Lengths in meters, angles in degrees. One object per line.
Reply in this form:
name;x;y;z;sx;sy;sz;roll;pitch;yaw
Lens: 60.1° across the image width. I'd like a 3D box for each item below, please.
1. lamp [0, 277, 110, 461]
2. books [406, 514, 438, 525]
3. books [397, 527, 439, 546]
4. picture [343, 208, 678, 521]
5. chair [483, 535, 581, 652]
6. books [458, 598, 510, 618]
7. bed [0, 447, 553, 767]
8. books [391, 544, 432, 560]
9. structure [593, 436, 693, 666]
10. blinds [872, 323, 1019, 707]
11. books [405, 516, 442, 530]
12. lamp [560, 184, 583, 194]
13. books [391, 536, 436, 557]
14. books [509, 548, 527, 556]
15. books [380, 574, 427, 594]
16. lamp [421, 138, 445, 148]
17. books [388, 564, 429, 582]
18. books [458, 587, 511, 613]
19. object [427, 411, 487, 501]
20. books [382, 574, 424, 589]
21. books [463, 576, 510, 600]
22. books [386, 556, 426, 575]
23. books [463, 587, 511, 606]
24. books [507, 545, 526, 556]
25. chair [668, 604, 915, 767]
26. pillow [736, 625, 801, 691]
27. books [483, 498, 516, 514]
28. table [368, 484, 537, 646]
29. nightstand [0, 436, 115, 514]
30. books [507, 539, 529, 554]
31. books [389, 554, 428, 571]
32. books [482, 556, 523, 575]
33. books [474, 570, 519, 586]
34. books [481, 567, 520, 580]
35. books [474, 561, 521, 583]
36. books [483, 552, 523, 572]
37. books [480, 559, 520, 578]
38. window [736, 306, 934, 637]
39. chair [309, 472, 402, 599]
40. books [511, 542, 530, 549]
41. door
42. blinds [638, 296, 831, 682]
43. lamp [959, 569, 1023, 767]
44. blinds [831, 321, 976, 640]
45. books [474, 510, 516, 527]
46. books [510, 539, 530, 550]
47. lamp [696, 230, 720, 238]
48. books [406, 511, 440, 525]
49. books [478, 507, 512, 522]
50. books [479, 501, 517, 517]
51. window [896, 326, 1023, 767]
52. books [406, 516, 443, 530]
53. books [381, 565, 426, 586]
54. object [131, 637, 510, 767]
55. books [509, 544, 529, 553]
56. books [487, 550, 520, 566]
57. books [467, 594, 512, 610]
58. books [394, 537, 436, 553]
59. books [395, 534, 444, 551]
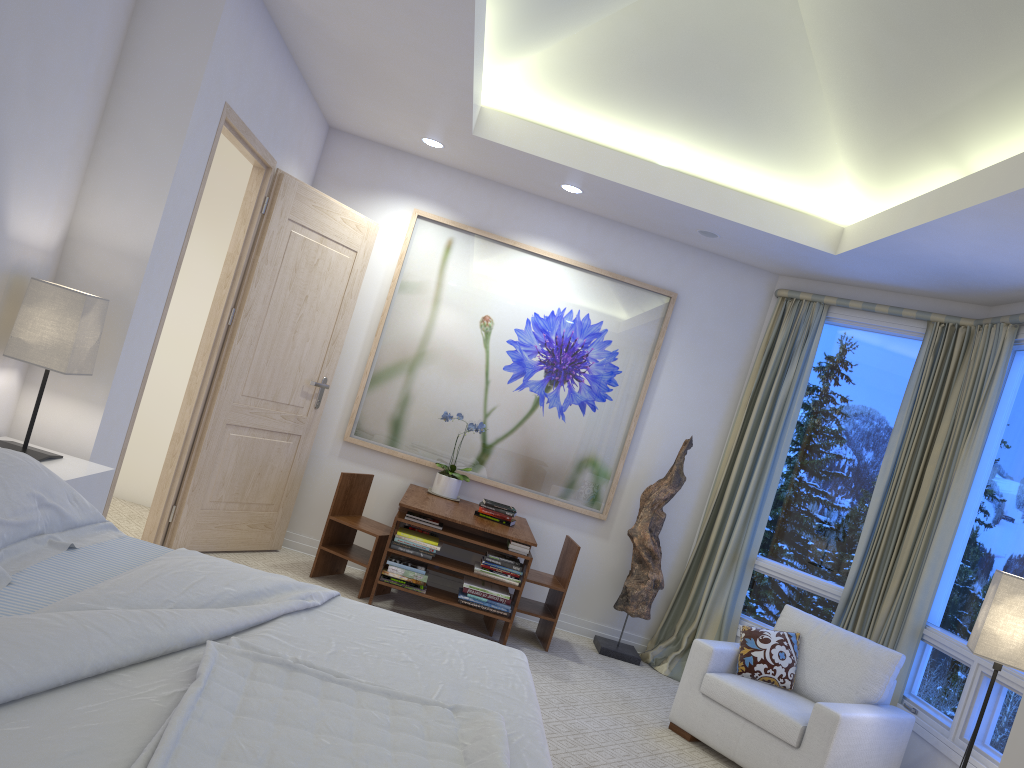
lamp;-1.576;-0.044;3.005;0.210;0.583;0.210;17;2;-3
books;-0.465;0.699;4.621;0.174;0.008;0.111;17;-1;-3
books;-0.489;0.796;4.624;0.217;0.019;0.156;17;-1;-3
picture;-0.004;-0.106;5.401;1.682;1.462;0.030;17;2;-4
chair;0.105;1.136;5.029;0.341;0.611;0.339;17;1;-8
books;-0.148;1.158;4.675;0.277;0.032;0.192;17;-1;-3
bed;-0.870;0.666;2.051;2.022;0.816;1.965;17;-1;-4
books;-0.520;0.863;4.619;0.217;0.020;0.156;17;-1;-3
structure;0.828;0.960;5.315;0.305;1.396;0.263;17;2;-3
blinds;2.030;0.808;4.530;0.267;2.372;0.522;17;2;-10
books;-0.456;0.714;4.616;0.201;0.014;0.136;17;-1;-3
lamp;0.333;-1.088;4.965;0.138;0.014;0.136;18;-1;-31
books;-0.510;0.846;4.617;0.234;0.019;0.143;17;-1;-3
books;0.028;0.867;4.642;0.101;0.012;0.140;17;-1;-3
books;-0.563;1.034;4.619;0.243;0.019;0.168;17;-1;-3
lamp;-0.442;-1.331;4.913;0.138;0.014;0.136;18;-1;-31
books;-0.537;0.973;4.606;0.208;0.036;0.144;17;-1;-3
books;-0.145;1.135;4.661;0.285;0.018;0.181;17;-1;-3
object;-0.349;0.426;5.284;0.305;0.505;0.215;17;1;-3
books;-0.563;1.015;4.615;0.217;0.021;0.156;17;-1;-3
books;-0.136;1.072;4.663;0.249;0.022;0.179;17;-1;-3
books;-0.547;0.943;4.608;0.205;0.019;0.118;17;-1;-3
books;-0.133;1.099;4.665;0.257;0.034;0.155;17;-1;-3
books;0.028;0.867;4.642;0.103;0.013;0.142;17;-1;-3
chair;1.311;1.445;4.099;0.693;0.707;0.800;17;0;-38
pillow;1.222;1.286;4.229;0.284;0.272;0.187;17;1;6
books;-0.071;0.682;4.955;0.180;0.019;0.125;18;-1;-8
table;-0.333;1.003;4.993;0.741;0.601;0.899;17;0;-3
nightstand;-1.654;0.530;1.936;0.400;0.600;2.546;17;-1;-3
books;0.032;0.850;4.646;0.111;0.022;0.153;17;-1;-3
books;-0.537;0.929;4.606;0.198;0.017;0.114;17;-1;-3
books;-0.052;0.956;4.660;0.218;0.017;0.137;17;-1;-3
books;-0.079;1.005;4.663;0.239;0.017;0.173;17;-1;2
books;-0.063;0.982;4.655;0.205;0.011;0.148;17;-1;-3
books;-0.079;0.990;4.667;0.249;0.015;0.179;17;-1;-3
books;-0.045;0.937;4.660;0.205;0.026;0.124;17;-1;2
books;-0.066;0.968;4.656;0.209;0.015;0.145;17;-1;-3
window;1.959;0.564;2.164;0.814;2.028;6.835;17;-1;-3
chair;-0.821;0.845;4.991;0.338;0.611;0.342;18;1;22
books;0.040;0.834;4.641;0.100;0.012;0.140;17;-1;-3
door;-1.402;-0.106;4.413;0.359;2.058;1.788;18;1;14
blinds;1.320;0.596;5.269;0.637;2.378;0.296;19;2;38
lamp;1.815;1.339;3.933;0.275;1.207;1.532;18;0;10
blinds;1.976;0.793;4.714;0.520;2.374;0.271;19;2;40
books;-0.093;0.750;4.967;0.212;0.027;0.155;17;-1;12
books;0.041;0.834;4.641;0.103;0.013;0.142;17;-1;-3
lamp;1.109;-0.844;5.016;0.138;0.014;0.136;18;-1;-31
books;-0.465;0.699;4.621;0.177;0.009;0.113;17;-1;-3
books;-0.091;0.722;4.958;0.190;0.031;0.132;17;-1;2
books;-0.078;0.700;4.957;0.205;0.020;0.125;17;-1;7
window;2.322;0.710;3.837;0.206;2.029;1.510;17;1;-3
books;-0.457;0.714;4.616;0.201;0.015;0.139;17;-1;-3
books;-0.558;0.995;4.607;0.233;0.023;0.141;17;-1;-3
object;-0.347;0.872;1.628;0.719;0.467;0.911;17;0;-7
books;0.032;0.850;4.647;0.108;0.020;0.150;17;-1;-3
books;-0.046;0.915;4.657;0.177;0.017;0.113;17;-1;-3
books;-0.116;1.128;4.660;0.234;0.018;0.169;17;-1;2
books;-0.501;0.829;4.623;0.222;0.020;0.154;17;-1;-3
books;-0.482;0.816;4.633;0.239;0.019;0.173;17;-1;2
